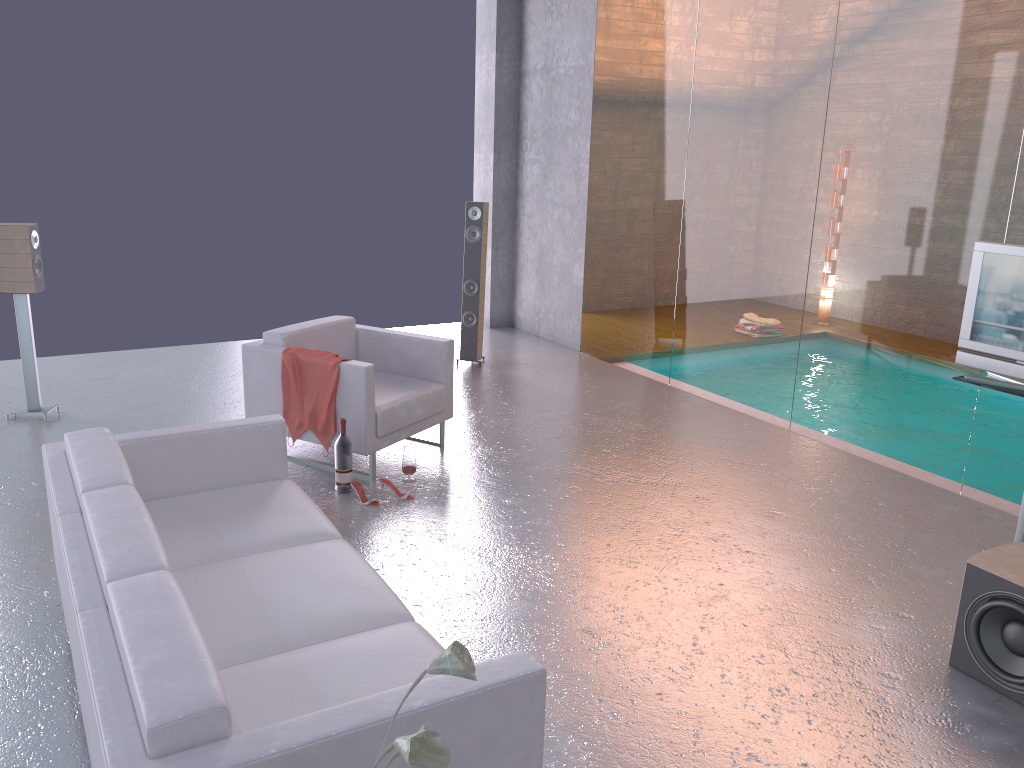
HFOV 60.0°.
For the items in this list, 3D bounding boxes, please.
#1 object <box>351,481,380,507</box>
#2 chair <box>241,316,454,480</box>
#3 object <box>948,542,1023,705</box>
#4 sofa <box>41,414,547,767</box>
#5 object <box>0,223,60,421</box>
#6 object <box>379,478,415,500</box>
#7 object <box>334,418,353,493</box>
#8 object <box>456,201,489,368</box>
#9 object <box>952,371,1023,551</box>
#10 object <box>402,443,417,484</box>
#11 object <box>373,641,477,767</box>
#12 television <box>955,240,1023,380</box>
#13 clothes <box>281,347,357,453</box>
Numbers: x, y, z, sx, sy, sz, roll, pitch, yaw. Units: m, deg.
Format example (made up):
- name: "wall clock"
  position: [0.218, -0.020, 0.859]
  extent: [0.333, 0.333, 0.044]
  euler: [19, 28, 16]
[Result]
- name: "object"
  position: [-0.837, 0.625, 5.035]
  extent: [0.235, 0.087, 0.079]
  euler: [13, 19, 36]
- name: "chair"
  position: [-1.044, 0.034, 5.818]
  extent: [1.026, 0.808, 0.936]
  euler: [10, 17, 28]
- name: "object"
  position: [2.133, 0.941, 3.491]
  extent: [0.604, 0.459, 0.514]
  euler: [-7, 18, -29]
- name: "sofa"
  position: [-0.929, 0.790, 3.036]
  extent: [1.026, 0.824, 2.353]
  euler: [-7, 18, -29]
- name: "object"
  position: [-3.419, -0.429, 6.183]
  extent: [0.333, 1.363, 0.243]
  euler: [2, 15, 0]
- name: "object"
  position: [-0.663, 0.606, 5.124]
  extent: [0.235, 0.087, 0.079]
  euler: [9, 17, 25]
- name: "object"
  position: [-0.977, 0.410, 5.144]
  extent: [0.109, 0.435, 0.109]
  euler: [1, 15, -4]
- name: "object"
  position: [-0.323, -0.922, 8.105]
  extent: [0.244, 1.473, 0.444]
  euler: [6, 16, 14]
- name: "object"
  position: [2.588, 0.454, 4.372]
  extent: [0.360, 0.958, 0.818]
  euler: [-7, 18, -29]
- name: "object"
  position: [-0.618, 0.475, 5.335]
  extent: [0.091, 0.233, 0.091]
  euler: [1, 15, -3]
- name: "object"
  position: [-0.290, 1.046, 1.729]
  extent: [0.387, 1.051, 0.400]
  euler: [4, 15, 7]
- name: "television"
  position: [2.607, -0.298, 4.167]
  extent: [0.054, 0.644, 1.000]
  euler: [-7, 18, -29]
- name: "clothes"
  position: [-1.173, 0.091, 5.459]
  extent: [0.574, 0.604, 0.254]
  euler: [10, 17, 28]
